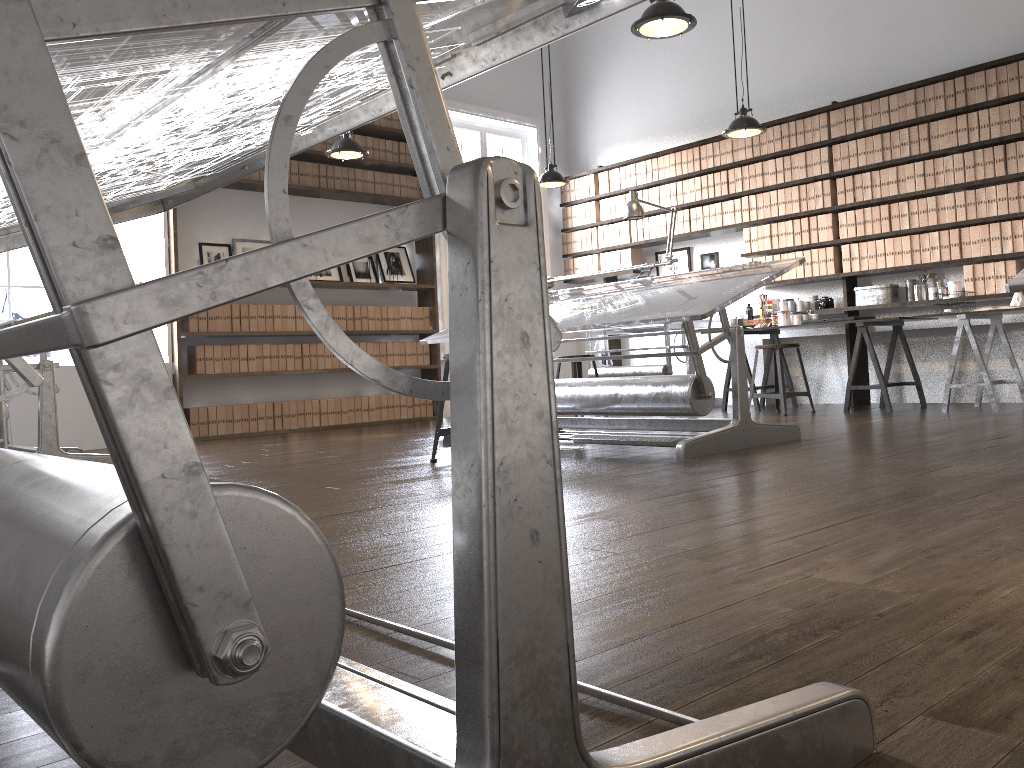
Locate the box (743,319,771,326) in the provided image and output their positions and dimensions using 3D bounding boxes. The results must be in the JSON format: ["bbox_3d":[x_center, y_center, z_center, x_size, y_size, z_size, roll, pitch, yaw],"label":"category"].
[{"bbox_3d":[2.083,-0.504,7.473,0.138,0.083,0.211,-3,0,-42],"label":"box"}]

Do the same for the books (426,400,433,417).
[{"bbox_3d":[-0.827,0.194,8.359,0.067,0.226,0.174,-1,-2,-42],"label":"books"}]

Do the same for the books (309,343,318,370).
[{"bbox_3d":[-1.740,-0.232,7.582,0.067,0.226,0.174,-1,-2,-42],"label":"books"}]

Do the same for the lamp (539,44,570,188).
[{"bbox_3d":[0.294,-2.862,7.759,0.310,2.256,0.312,-4,-2,28],"label":"lamp"}]

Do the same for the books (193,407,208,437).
[{"bbox_3d":[-2.443,0.296,6.912,0.067,0.226,0.174,-1,-2,-42],"label":"books"}]

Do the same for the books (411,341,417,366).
[{"bbox_3d":[-0.965,-0.281,8.275,0.067,0.226,0.174,-1,-2,-42],"label":"books"}]

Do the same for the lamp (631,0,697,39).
[{"bbox_3d":[0.669,-2.822,4.261,0.313,2.256,0.310,-2,-2,-21],"label":"lamp"}]

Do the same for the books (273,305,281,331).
[{"bbox_3d":[-1.993,-0.539,7.371,0.067,0.226,0.174,-1,-2,-42],"label":"books"}]

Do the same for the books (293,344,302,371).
[{"bbox_3d":[-1.851,-0.225,7.482,0.067,0.226,0.174,-1,-2,-42],"label":"books"}]

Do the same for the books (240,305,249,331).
[{"bbox_3d":[-2.206,-0.526,7.189,0.067,0.226,0.174,-1,-2,-42],"label":"books"}]

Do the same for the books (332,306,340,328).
[{"bbox_3d":[-1.578,-0.565,7.743,0.067,0.226,0.174,-1,-2,-42],"label":"books"}]

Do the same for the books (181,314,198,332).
[{"bbox_3d":[-2.518,-0.506,6.905,0.067,0.226,0.174,-1,-2,-42],"label":"books"}]

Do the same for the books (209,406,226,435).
[{"bbox_3d":[-2.336,0.289,7.005,0.067,0.226,0.174,-1,-2,-42],"label":"books"}]

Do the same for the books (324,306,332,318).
[{"bbox_3d":[-1.632,-0.562,7.695,0.067,0.226,0.174,-1,-2,-42],"label":"books"}]

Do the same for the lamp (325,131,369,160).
[{"bbox_3d":[-1.238,-2.766,6.392,0.310,2.256,0.312,-4,-2,28],"label":"lamp"}]

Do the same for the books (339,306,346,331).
[{"bbox_3d":[-1.534,-0.568,7.788,0.067,0.226,0.174,-1,-2,-42],"label":"books"}]

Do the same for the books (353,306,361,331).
[{"bbox_3d":[-1.420,-0.575,7.886,0.067,0.226,0.174,-1,-2,-42],"label":"books"}]

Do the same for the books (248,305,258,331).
[{"bbox_3d":[-2.150,-0.529,7.233,0.067,0.226,0.174,-1,-2,-42],"label":"books"}]

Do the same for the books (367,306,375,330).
[{"bbox_3d":[-1.312,-0.582,7.984,0.067,0.226,0.174,-1,-2,-42],"label":"books"}]

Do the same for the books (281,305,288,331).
[{"bbox_3d":[-1.946,-0.542,7.420,0.067,0.226,0.174,-1,-2,-42],"label":"books"}]

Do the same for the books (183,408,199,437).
[{"bbox_3d":[-2.496,0.299,6.867,0.067,0.226,0.174,-1,-2,-42],"label":"books"}]

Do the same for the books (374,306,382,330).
[{"bbox_3d":[-1.262,-0.585,8.035,0.067,0.226,0.174,-1,-2,-42],"label":"books"}]

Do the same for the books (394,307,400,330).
[{"bbox_3d":[-1.109,-0.595,8.171,0.067,0.226,0.174,-1,-2,-42],"label":"books"}]

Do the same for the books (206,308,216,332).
[{"bbox_3d":[-2.408,-0.513,6.999,0.067,0.226,0.174,-1,-2,-42],"label":"books"}]

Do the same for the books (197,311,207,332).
[{"bbox_3d":[-2.462,-0.510,6.950,0.067,0.226,0.174,-1,-2,-42],"label":"books"}]

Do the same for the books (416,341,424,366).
[{"bbox_3d":[-0.912,-0.284,8.323,0.067,0.226,0.174,-1,-2,-42],"label":"books"}]

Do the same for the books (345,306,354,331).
[{"bbox_3d":[-1.479,-0.572,7.841,0.067,0.226,0.174,-1,-2,-42],"label":"books"}]

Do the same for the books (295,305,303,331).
[{"bbox_3d":[-1.843,-0.549,7.507,0.067,0.226,0.174,-1,-2,-42],"label":"books"}]

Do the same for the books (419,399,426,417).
[{"bbox_3d":[-0.886,0.198,8.310,0.067,0.226,0.174,-1,-2,-42],"label":"books"}]

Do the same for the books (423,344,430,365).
[{"bbox_3d":[-0.857,-0.287,8.367,0.067,0.226,0.174,-1,-2,-42],"label":"books"}]

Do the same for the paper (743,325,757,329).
[{"bbox_3d":[1.980,-0.471,7.357,0.155,0.038,0.137,-2,1,33],"label":"paper"}]

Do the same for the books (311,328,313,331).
[{"bbox_3d":[-1.743,-0.555,7.605,0.067,0.226,0.174,-1,-2,-42],"label":"books"}]

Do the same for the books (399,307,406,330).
[{"bbox_3d":[-1.061,-0.598,8.211,0.067,0.226,0.174,-1,-2,-42],"label":"books"}]

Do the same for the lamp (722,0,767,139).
[{"bbox_3d":[1.594,-2.901,6.314,0.310,2.256,0.312,-4,-2,28],"label":"lamp"}]

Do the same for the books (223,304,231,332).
[{"bbox_3d":[-2.317,-0.519,7.090,0.067,0.226,0.174,-1,-2,-42],"label":"books"}]

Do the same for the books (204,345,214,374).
[{"bbox_3d":[-2.416,-0.189,6.967,0.067,0.226,0.174,-1,-2,-42],"label":"books"}]

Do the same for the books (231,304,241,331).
[{"bbox_3d":[-2.258,-0.523,7.135,0.067,0.226,0.174,-1,-2,-42],"label":"books"}]

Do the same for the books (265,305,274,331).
[{"bbox_3d":[-2.047,-0.536,7.331,0.067,0.226,0.174,-1,-2,-42],"label":"books"}]

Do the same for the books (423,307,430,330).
[{"bbox_3d":[-0.857,-0.611,8.390,0.067,0.226,0.174,-1,-2,-42],"label":"books"}]

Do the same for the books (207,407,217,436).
[{"bbox_3d":[-2.388,0.292,6.956,0.067,0.226,0.174,-1,-2,-42],"label":"books"}]

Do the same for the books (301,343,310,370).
[{"bbox_3d":[-1.791,-0.229,7.528,0.067,0.226,0.174,-1,-2,-42],"label":"books"}]

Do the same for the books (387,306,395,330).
[{"bbox_3d":[-1.155,-0.592,8.123,0.067,0.226,0.174,-1,-2,-42],"label":"books"}]

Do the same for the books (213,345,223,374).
[{"bbox_3d":[-2.364,-0.193,7.018,0.067,0.226,0.174,-1,-2,-42],"label":"books"}]

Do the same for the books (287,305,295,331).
[{"bbox_3d":[-1.899,-0.545,7.460,0.067,0.226,0.174,-1,-2,-42],"label":"books"}]

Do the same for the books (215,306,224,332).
[{"bbox_3d":[-2.364,-0.516,7.044,0.067,0.226,0.174,-1,-2,-42],"label":"books"}]

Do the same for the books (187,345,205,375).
[{"bbox_3d":[-2.470,-0.186,6.918,0.067,0.226,0.174,-1,-2,-42],"label":"books"}]

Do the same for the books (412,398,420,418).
[{"bbox_3d":[-0.937,0.201,8.256,0.067,0.226,0.174,-1,-2,-42],"label":"books"}]

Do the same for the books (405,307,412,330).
[{"bbox_3d":[-1.010,-0.601,8.254,0.067,0.226,0.174,-1,-2,-42],"label":"books"}]

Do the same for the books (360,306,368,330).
[{"bbox_3d":[-1.368,-0.579,7.940,0.067,0.226,0.174,-1,-2,-42],"label":"books"}]

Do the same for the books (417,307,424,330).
[{"bbox_3d":[-0.910,-0.607,8.352,0.067,0.226,0.174,-1,-2,-42],"label":"books"}]

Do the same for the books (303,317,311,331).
[{"bbox_3d":[-1.794,-0.552,7.557,0.067,0.226,0.174,-1,-2,-42],"label":"books"}]

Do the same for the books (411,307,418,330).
[{"bbox_3d":[-0.960,-0.604,8.304,0.067,0.226,0.174,-1,-2,-42],"label":"books"}]

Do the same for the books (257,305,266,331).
[{"bbox_3d":[-2.100,-0.533,7.284,0.067,0.226,0.174,-1,-2,-42],"label":"books"}]

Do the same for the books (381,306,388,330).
[{"bbox_3d":[-1.209,-0.589,8.082,0.067,0.226,0.174,-1,-2,-42],"label":"books"}]
